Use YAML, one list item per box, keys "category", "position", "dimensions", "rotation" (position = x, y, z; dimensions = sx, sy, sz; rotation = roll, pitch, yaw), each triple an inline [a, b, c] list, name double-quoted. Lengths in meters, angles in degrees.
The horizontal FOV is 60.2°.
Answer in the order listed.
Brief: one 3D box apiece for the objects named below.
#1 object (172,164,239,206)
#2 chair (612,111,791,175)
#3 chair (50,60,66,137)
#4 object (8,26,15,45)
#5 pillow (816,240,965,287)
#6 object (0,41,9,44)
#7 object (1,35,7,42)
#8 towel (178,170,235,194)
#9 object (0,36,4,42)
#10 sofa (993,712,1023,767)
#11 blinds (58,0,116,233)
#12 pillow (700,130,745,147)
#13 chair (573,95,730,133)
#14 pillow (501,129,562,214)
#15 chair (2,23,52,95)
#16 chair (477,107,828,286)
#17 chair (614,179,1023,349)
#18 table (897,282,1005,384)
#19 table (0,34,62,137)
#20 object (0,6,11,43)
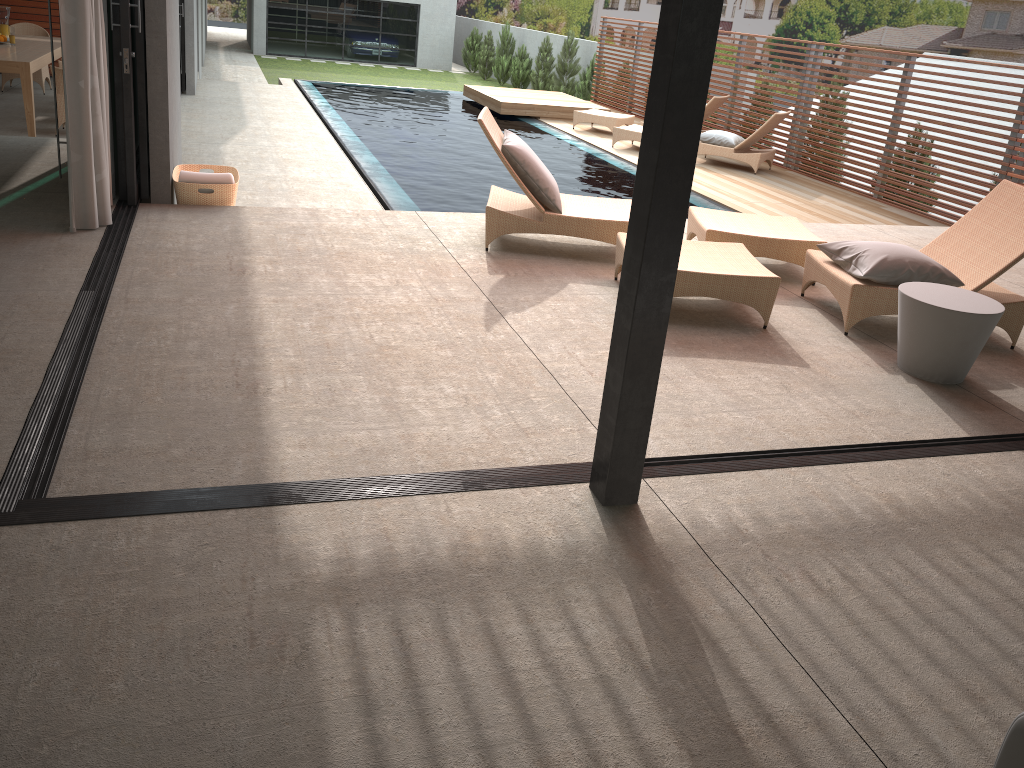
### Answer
- category: "object"
  position: [-2.184, -1.352, 6.316]
  dimensions: [0.446, 0.293, 0.698]
  rotation: [-2, 24, -19]
- category: "chair"
  position: [2.609, -3.558, 12.361]
  dimensions: [2.319, 0.806, 0.712]
  rotation: [19, 25, 28]
- category: "chair"
  position: [-4.462, -3.067, 9.318]
  dimensions: [0.630, 0.841, 0.634]
  rotation: [-1, 22, -19]
- category: "object"
  position: [-5.740, -3.912, 9.673]
  dimensions: [0.324, 0.376, 0.556]
  rotation: [5, 22, -4]
- category: "pillow"
  position: [2.123, -0.692, 4.994]
  dimensions: [0.593, 0.189, 0.612]
  rotation: [3, 23, -8]
- category: "object"
  position: [-5.810, -3.837, 9.915]
  dimensions: [0.314, 0.033, 0.314]
  rotation: [24, 29, 35]
- category: "object"
  position: [-5.737, -3.887, 9.954]
  dimensions: [0.087, 0.085, 0.089]
  rotation: [-5, 24, -27]
- category: "towel"
  position: [-2.128, -1.342, 6.165]
  dimensions: [0.369, 0.304, 0.318]
  rotation: [-1, 23, -18]
- category: "object"
  position: [-5.722, -3.848, 9.877]
  dimensions: [0.081, 0.079, 0.083]
  rotation: [10, 22, 8]
- category: "sofa"
  position: [1.640, 0.894, 1.085]
  dimensions: [1.013, 0.714, 1.640]
  rotation: [-1, 24, -18]
- category: "blinds"
  position: [-2.428, -2.381, 4.966]
  dimensions: [0.230, 2.858, 0.908]
  rotation: [-2, 21, -22]
- category: "pillow"
  position: [2.868, -3.395, 12.191]
  dimensions: [0.599, 0.189, 0.606]
  rotation: [17, 25, 24]
- category: "chair"
  position: [2.152, -4.261, 13.873]
  dimensions: [2.318, 0.806, 0.712]
  rotation: [19, 24, 27]
- category: "pillow"
  position: [0.130, -1.406, 5.830]
  dimensions: [0.426, 0.416, 0.625]
  rotation: [6, 22, -2]
- category: "chair"
  position: [-6.488, -4.350, 11.779]
  dimensions: [0.617, 0.841, 0.647]
  rotation: [-1, 22, -19]
- category: "chair"
  position: [0.884, -1.264, 5.866]
  dimensions: [2.293, 0.806, 0.720]
  rotation: [6, 21, -1]
- category: "chair"
  position: [1.792, -0.784, 4.982]
  dimensions: [2.292, 0.806, 0.720]
  rotation: [4, 21, -4]
- category: "table"
  position: [2.103, -0.241, 4.338]
  dimensions: [0.478, 0.383, 0.485]
  rotation: [-10, 27, -35]
- category: "table"
  position: [-5.829, -3.443, 9.972]
  dimensions: [1.280, 0.737, 3.347]
  rotation: [-1, 24, -18]
- category: "object"
  position: [-5.854, -4.132, 10.153]
  dimensions: [0.194, 0.376, 0.197]
  rotation: [-9, 25, -35]
